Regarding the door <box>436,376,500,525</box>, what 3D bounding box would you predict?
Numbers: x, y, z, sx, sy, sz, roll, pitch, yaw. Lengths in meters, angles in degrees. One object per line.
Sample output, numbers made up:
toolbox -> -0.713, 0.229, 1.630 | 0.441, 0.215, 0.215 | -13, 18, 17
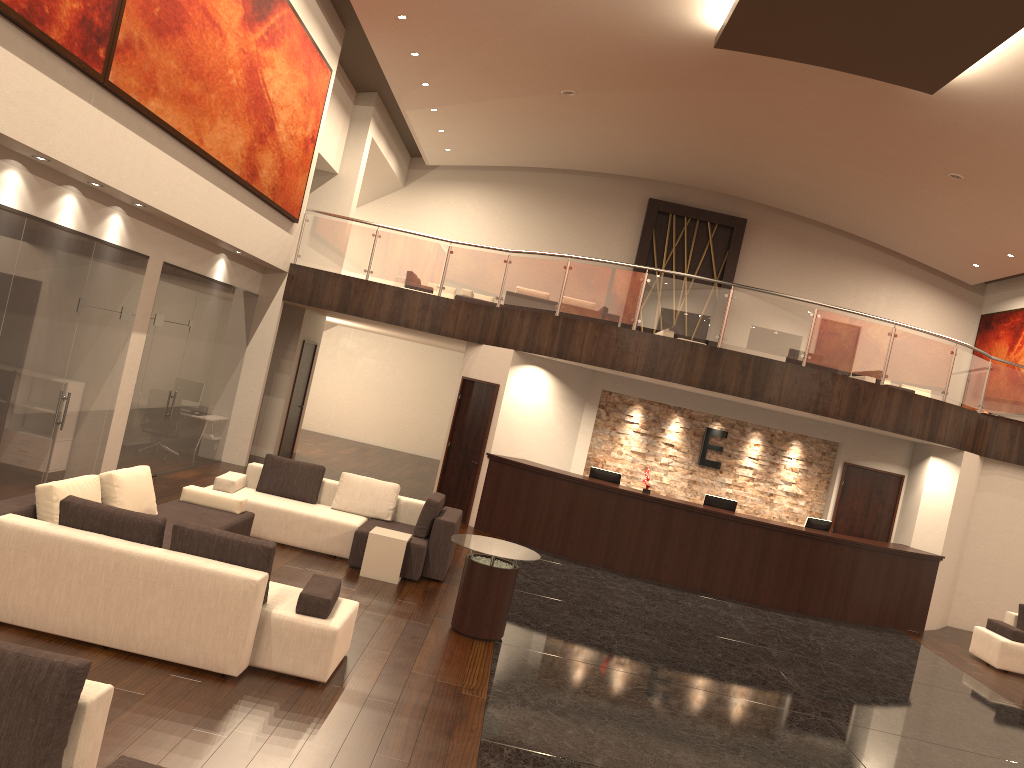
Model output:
door -> -0.731, 1.030, 14.097 | 0.104, 2.232, 0.990 | 13, 0, -38

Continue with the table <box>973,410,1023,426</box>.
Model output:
table -> 9.724, 0.836, 18.264 | 1.100, 0.380, 1.100 | 13, 0, 1

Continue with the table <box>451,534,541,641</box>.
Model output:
table -> -0.233, 1.861, 8.022 | 0.833, 0.795, 0.844 | 13, 0, 40

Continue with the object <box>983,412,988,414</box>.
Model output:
object -> 9.795, 0.604, 18.347 | 0.119, 0.106, 0.119 | 13, 0, 39

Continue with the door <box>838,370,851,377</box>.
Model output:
door -> 8.105, -0.465, 22.445 | 0.990, 2.232, 0.104 | 13, 0, 1

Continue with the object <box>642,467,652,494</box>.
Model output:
object -> 1.972, 1.385, 12.835 | 0.163, 0.390, 0.165 | 13, 0, 9

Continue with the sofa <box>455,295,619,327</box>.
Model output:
sofa -> 0.512, -1.481, 19.090 | 3.366, 0.862, 2.586 | 13, 0, 1

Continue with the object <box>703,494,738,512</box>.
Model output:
object -> 3.035, 1.911, 13.070 | 0.483, 0.485, 0.189 | 13, 0, 1

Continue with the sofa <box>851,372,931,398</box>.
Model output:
sofa -> 9.025, 0.435, 19.372 | 3.366, 0.862, 2.586 | 13, 0, 1

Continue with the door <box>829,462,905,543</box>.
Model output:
door -> 5.656, 2.466, 14.438 | 0.990, 2.232, 0.104 | 13, 0, 1

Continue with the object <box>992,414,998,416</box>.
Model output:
object -> 9.753, 0.629, 18.218 | 0.154, 0.040, 0.437 | 13, 0, -43

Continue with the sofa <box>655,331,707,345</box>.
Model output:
sofa -> 3.754, -0.750, 19.641 | 1.291, 0.862, 2.846 | 13, 0, 1

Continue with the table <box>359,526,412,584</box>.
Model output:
table -> -1.319, 1.794, 9.312 | 0.400, 0.460, 0.400 | 13, 0, 1

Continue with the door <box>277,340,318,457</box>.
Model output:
door -> -4.088, 0.282, 16.873 | 0.104, 2.232, 0.990 | 13, 0, 1

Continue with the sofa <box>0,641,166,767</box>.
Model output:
sofa -> -2.475, 1.307, 2.036 | 2.586, 0.862, 3.366 | 13, 0, 1

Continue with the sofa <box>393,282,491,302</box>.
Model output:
sofa -> -1.019, -1.822, 20.625 | 3.366, 0.862, 2.586 | 13, 0, 1

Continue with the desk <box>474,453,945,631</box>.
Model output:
desk -> 2.951, 2.399, 13.251 | 7.146, 1.171, 1.674 | 13, 0, 3

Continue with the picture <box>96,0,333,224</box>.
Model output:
picture -> -3.257, -3.837, 11.000 | 0.070, 2.526, 6.485 | 13, 0, 1

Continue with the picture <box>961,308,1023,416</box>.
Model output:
picture -> 11.435, -0.507, 19.906 | 0.070, 2.526, 4.515 | 13, 0, 1

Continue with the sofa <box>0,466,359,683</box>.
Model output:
sofa -> -2.380, 1.343, 7.385 | 2.586, 0.862, 3.366 | 13, 0, 1

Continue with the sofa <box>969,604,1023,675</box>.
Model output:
sofa -> 7.678, 3.616, 10.926 | 2.586, 0.862, 3.366 | 13, 0, 1

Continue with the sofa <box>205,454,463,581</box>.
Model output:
sofa -> -2.026, 1.430, 9.988 | 2.846, 0.862, 1.291 | 13, 0, 1

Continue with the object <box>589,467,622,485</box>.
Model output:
object -> 1.373, 1.537, 13.379 | 0.483, 0.485, 0.189 | 13, 0, 16

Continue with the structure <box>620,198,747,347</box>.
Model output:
structure -> 4.239, -2.364, 22.449 | 2.524, 4.236, 0.187 | 13, 0, 1

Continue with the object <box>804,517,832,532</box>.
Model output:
object -> 4.531, 2.248, 13.215 | 0.483, 0.485, 0.189 | 13, 0, -24

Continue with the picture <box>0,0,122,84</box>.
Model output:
picture -> -3.373, -3.878, 5.489 | 0.070, 2.526, 4.515 | 13, 0, 1

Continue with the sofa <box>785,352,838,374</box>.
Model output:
sofa -> 6.019, -0.241, 19.465 | 1.291, 0.862, 2.846 | 13, 0, 1
